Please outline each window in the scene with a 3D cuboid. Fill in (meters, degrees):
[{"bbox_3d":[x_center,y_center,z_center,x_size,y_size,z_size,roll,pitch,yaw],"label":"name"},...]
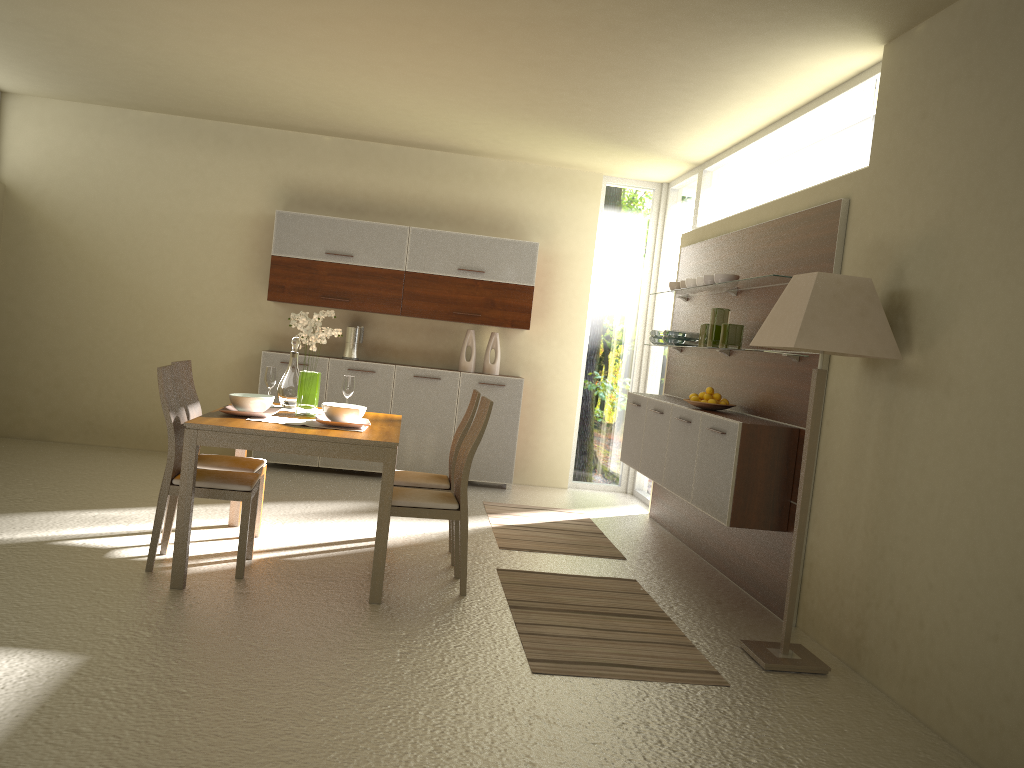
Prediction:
[{"bbox_3d":[-1.363,-0.601,6.007,6.429,3.000,4.466,6,3,-9],"label":"window"}]

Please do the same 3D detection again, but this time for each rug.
[{"bbox_3d":[0.411,1.172,4.455,0.843,0.010,1.613,6,3,-7],"label":"rug"},{"bbox_3d":[0.256,1.056,6.546,0.842,0.007,1.613,6,3,-6],"label":"rug"}]

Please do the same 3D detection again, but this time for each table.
[{"bbox_3d":[-1.159,0.581,4.912,1.000,0.790,1.411,6,3,-7],"label":"table"}]

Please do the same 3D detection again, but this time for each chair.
[{"bbox_3d":[-1.696,0.399,5.101,0.507,1.017,0.404,6,3,-6],"label":"chair"},{"bbox_3d":[-0.426,0.558,4.703,0.507,1.017,0.404,6,3,-9],"label":"chair"},{"bbox_3d":[-1.577,0.436,4.589,0.507,1.017,0.404,6,3,-10],"label":"chair"},{"bbox_3d":[-0.505,0.522,5.287,0.507,1.017,0.404,6,3,-7],"label":"chair"}]

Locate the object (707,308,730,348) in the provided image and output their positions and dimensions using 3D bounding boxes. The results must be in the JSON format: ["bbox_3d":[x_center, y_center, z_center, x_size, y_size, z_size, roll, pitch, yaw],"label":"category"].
[{"bbox_3d":[1.343,-0.361,5.761,0.099,0.259,0.099,6,3,-7],"label":"object"}]

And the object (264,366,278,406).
[{"bbox_3d":[-1.438,0.013,5.275,0.075,0.232,0.075,9,4,42],"label":"object"}]

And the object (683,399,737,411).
[{"bbox_3d":[1.271,0.142,5.713,0.337,0.053,0.337,8,3,25],"label":"object"}]

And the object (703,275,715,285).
[{"bbox_3d":[1.364,-0.685,5.965,0.163,0.077,0.163,9,4,42],"label":"object"}]

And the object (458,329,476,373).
[{"bbox_3d":[-0.395,-0.303,8.094,0.153,0.384,0.153,8,3,27],"label":"object"}]

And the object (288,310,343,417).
[{"bbox_3d":[-1.122,-0.121,4.988,0.304,0.608,0.302,6,3,-4],"label":"object"}]

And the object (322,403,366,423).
[{"bbox_3d":[-0.888,0.162,4.666,0.233,0.101,0.233,5,3,-18],"label":"object"}]

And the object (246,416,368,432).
[{"bbox_3d":[-1.061,0.202,4.636,0.589,0.010,0.287,6,3,-4],"label":"object"}]

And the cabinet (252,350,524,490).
[{"bbox_3d":[-1.104,0.327,8.027,2.318,1.018,0.372,6,3,-7],"label":"cabinet"}]

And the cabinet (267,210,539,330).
[{"bbox_3d":[-0.957,-1.004,7.965,2.318,0.789,0.372,6,3,-7],"label":"cabinet"}]

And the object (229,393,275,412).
[{"bbox_3d":[-1.383,0.108,4.697,0.232,0.107,0.233,7,3,4],"label":"object"}]

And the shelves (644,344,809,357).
[{"bbox_3d":[1.335,-0.235,5.985,0.255,0.008,2.463,6,3,-7],"label":"shelves"}]

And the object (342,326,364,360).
[{"bbox_3d":[-1.422,-0.371,7.963,0.181,0.305,0.150,6,3,0],"label":"object"}]

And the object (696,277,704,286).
[{"bbox_3d":[1.357,-0.695,6.160,0.163,0.077,0.163,8,3,34],"label":"object"}]

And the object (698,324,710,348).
[{"bbox_3d":[1.326,-0.319,5.944,0.111,0.160,0.112,6,3,-7],"label":"object"}]

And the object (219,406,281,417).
[{"bbox_3d":[-1.384,0.148,4.699,0.283,0.041,0.283,6,3,-7],"label":"object"}]

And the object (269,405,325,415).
[{"bbox_3d":[-1.206,0.156,5.282,0.589,0.010,0.287,6,3,-10],"label":"object"}]

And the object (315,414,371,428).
[{"bbox_3d":[-0.892,0.203,4.667,0.283,0.033,0.283,6,3,-13],"label":"object"}]

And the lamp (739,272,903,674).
[{"bbox_3d":[1.355,0.397,4.074,0.499,1.782,0.499,6,3,-7],"label":"lamp"}]

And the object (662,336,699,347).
[{"bbox_3d":[1.249,-0.308,6.525,0.288,0.068,0.288,9,4,42],"label":"object"}]

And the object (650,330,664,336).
[{"bbox_3d":[1.210,-0.371,6.868,0.288,0.068,0.288,9,4,42],"label":"object"}]

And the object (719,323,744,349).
[{"bbox_3d":[1.379,-0.296,5.575,0.112,0.160,0.111,6,3,-7],"label":"object"}]

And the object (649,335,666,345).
[{"bbox_3d":[1.206,-0.329,6.870,0.288,0.068,0.288,9,4,42],"label":"object"}]

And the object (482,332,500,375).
[{"bbox_3d":[-0.176,-0.280,8.120,0.153,0.384,0.153,8,3,27],"label":"object"}]

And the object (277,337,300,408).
[{"bbox_3d":[-1.309,-0.071,5.294,0.156,0.426,0.156,8,3,34],"label":"object"}]

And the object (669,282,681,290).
[{"bbox_3d":[1.276,-0.732,6.759,0.163,0.077,0.163,9,4,42],"label":"object"}]

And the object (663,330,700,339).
[{"bbox_3d":[1.254,-0.350,6.523,0.288,0.068,0.288,9,4,42],"label":"object"}]

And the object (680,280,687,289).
[{"bbox_3d":[1.321,-0.717,6.558,0.163,0.077,0.163,9,4,42],"label":"object"}]

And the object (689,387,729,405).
[{"bbox_3d":[1.270,0.086,5.726,0.230,0.139,0.259,4,3,-37],"label":"object"}]

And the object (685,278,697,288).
[{"bbox_3d":[1.323,-0.708,6.356,0.163,0.077,0.163,9,4,42],"label":"object"}]

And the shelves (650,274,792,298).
[{"bbox_3d":[1.380,-0.640,5.966,0.255,0.008,2.463,6,3,-7],"label":"shelves"}]

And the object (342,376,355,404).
[{"bbox_3d":[-0.976,0.068,5.257,0.075,0.232,0.075,9,4,42],"label":"object"}]

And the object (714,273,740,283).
[{"bbox_3d":[1.396,-0.673,5.780,0.163,0.077,0.163,9,4,42],"label":"object"}]

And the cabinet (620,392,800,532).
[{"bbox_3d":[1.203,0.432,6.009,0.372,0.570,2.463,6,3,-7],"label":"cabinet"}]
